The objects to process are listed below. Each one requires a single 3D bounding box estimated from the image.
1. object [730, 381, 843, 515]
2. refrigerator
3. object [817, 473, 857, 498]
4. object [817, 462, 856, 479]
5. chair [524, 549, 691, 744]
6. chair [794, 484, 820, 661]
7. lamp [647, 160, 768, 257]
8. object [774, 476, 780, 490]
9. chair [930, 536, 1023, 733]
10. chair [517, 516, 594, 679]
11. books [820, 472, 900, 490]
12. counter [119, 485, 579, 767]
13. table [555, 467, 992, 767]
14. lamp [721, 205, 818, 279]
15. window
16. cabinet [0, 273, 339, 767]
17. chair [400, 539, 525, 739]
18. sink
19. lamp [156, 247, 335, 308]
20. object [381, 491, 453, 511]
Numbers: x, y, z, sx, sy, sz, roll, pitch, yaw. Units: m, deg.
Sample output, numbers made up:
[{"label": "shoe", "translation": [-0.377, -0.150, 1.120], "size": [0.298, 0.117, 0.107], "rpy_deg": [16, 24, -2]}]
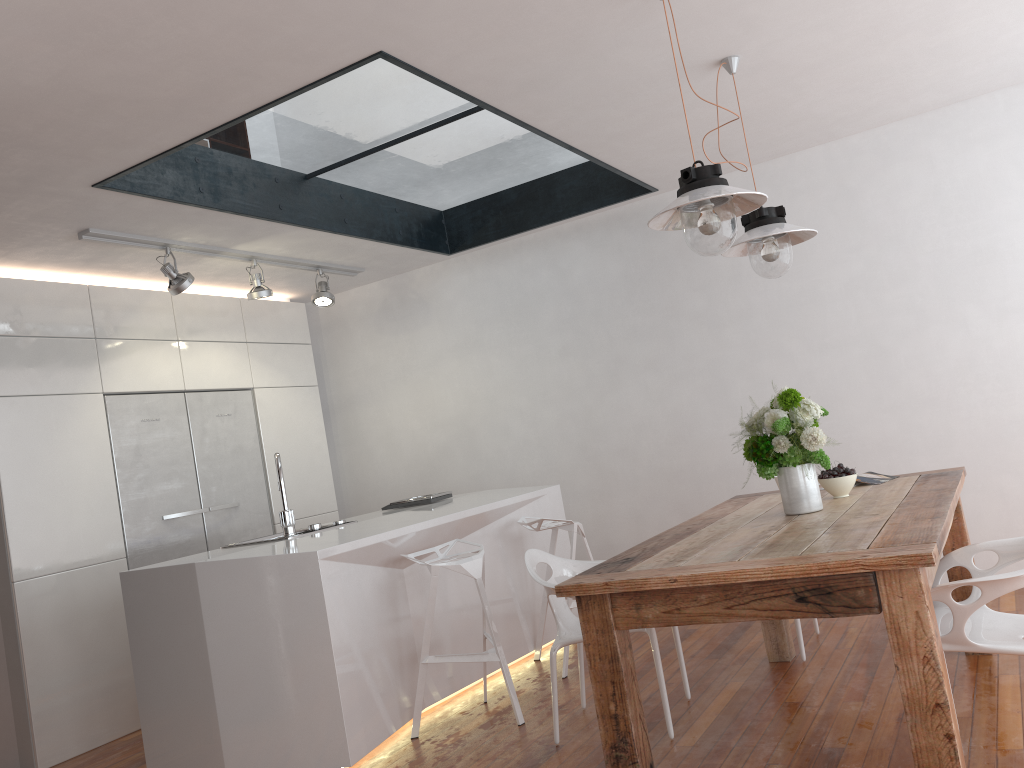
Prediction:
[{"label": "object", "translation": [0.942, 0.217, 3.105], "size": [0.371, 0.476, 0.432], "rpy_deg": [-9, -4, -20]}, {"label": "refrigerator", "translation": [-1.849, 0.938, 5.356], "size": [0.142, 1.811, 1.119], "rpy_deg": [-12, -5, 29]}, {"label": "object", "translation": [1.236, 0.386, 3.351], "size": [0.146, 0.079, 0.146], "rpy_deg": [-13, -5, 37]}, {"label": "object", "translation": [1.227, 0.337, 3.355], "size": [0.141, 0.095, 0.159], "rpy_deg": [-11, -4, 14]}, {"label": "chair", "translation": [0.361, 0.975, 3.498], "size": [0.505, 0.710, 0.577], "rpy_deg": [-11, -4, 19]}, {"label": "chair", "translation": [1.499, 0.812, 4.004], "size": [0.577, 0.710, 0.505], "rpy_deg": [-12, -5, 24]}, {"label": "lamp", "translation": [0.604, -0.548, 2.761], "size": [0.372, 0.306, 0.372], "rpy_deg": [-12, -5, 23]}, {"label": "object", "translation": [1.197, 0.432, 3.870], "size": [0.082, 0.078, 0.127], "rpy_deg": [-13, -5, 34]}, {"label": "chair", "translation": [1.403, 0.716, 2.481], "size": [0.505, 0.710, 0.577], "rpy_deg": [-13, -5, 34]}, {"label": "chair", "translation": [0.314, 1.039, 4.581], "size": [0.428, 0.765, 0.492], "rpy_deg": [-9, -4, -16]}, {"label": "books", "translation": [1.445, 0.399, 3.708], "size": [0.267, 0.035, 0.218], "rpy_deg": [-14, -6, 43]}, {"label": "counter", "translation": [-0.608, 1.122, 4.464], "size": [0.956, 0.903, 2.289], "rpy_deg": [-12, -5, 29]}, {"label": "table", "translation": [1.057, 0.809, 3.030], "size": [0.969, 0.735, 1.910], "rpy_deg": [-12, -5, 29]}, {"label": "lamp", "translation": [1.007, -0.565, 3.489], "size": [0.372, 0.306, 0.372], "rpy_deg": [-9, -4, -10]}, {"label": "window", "translation": [-0.485, -1.281, 4.533], "size": [1.546, 0.035, 2.700], "rpy_deg": [-12, -5, 29]}, {"label": "cabinet", "translation": [-2.299, 0.687, 5.599], "size": [0.946, 2.506, 2.404], "rpy_deg": [-12, -5, 29]}, {"label": "chair", "translation": [-0.184, 1.071, 3.825], "size": [0.428, 0.765, 0.492], "rpy_deg": [-13, -5, 39]}, {"label": "sink", "translation": [-1.094, 0.619, 4.309], "size": [0.459, 0.570, 0.492], "rpy_deg": [-12, -5, 29]}, {"label": "lamp", "translation": [-1.502, -0.601, 5.144], "size": [0.154, 0.254, 1.324], "rpy_deg": [-12, -5, 29]}, {"label": "object", "translation": [-0.551, 0.680, 5.169], "size": [0.325, 0.036, 0.298], "rpy_deg": [-11, -4, 19]}]
